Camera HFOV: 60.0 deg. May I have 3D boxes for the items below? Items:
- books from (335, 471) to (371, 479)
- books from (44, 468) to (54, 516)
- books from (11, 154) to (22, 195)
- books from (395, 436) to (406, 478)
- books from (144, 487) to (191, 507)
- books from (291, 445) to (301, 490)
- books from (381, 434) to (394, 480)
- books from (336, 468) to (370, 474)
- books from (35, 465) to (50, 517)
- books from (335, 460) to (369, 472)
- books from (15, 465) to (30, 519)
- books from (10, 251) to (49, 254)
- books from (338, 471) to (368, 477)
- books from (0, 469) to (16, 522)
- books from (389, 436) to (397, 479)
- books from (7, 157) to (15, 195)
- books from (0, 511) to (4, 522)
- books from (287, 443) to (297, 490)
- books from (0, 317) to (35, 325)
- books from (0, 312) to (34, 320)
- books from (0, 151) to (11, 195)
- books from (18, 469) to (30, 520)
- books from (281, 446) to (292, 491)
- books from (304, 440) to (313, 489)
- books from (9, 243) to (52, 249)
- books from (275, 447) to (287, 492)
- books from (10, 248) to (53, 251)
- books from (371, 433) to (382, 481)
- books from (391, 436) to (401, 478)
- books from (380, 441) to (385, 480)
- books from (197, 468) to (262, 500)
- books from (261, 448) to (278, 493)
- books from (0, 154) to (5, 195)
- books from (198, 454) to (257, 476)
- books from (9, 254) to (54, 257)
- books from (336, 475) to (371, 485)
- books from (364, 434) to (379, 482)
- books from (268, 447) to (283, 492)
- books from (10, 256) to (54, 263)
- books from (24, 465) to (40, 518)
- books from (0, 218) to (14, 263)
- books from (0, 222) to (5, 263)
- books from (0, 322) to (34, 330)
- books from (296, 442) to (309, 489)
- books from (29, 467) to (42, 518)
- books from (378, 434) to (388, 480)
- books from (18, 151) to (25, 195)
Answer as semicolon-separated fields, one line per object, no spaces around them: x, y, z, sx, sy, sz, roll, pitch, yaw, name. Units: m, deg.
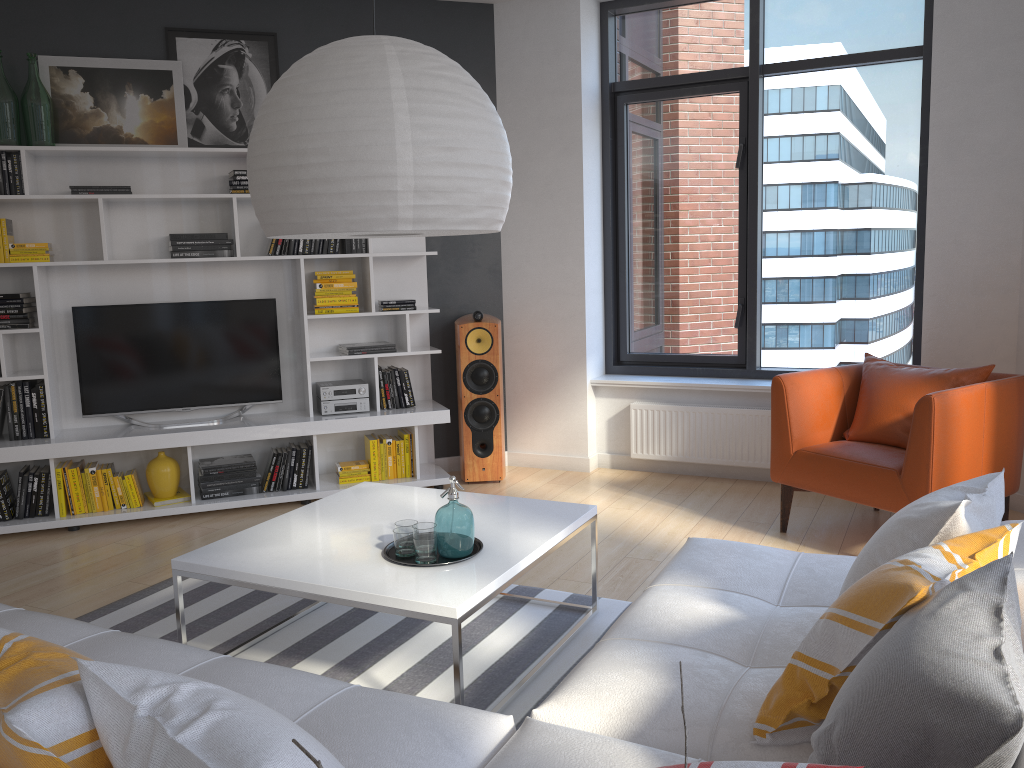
-0.975;0.550;5.439;0.196;0.011;0.148;-4;9;-18;books
-2.553;0.581;4.917;0.066;0.260;0.197;-4;9;-18;books
-2.633;-1.111;4.745;0.038;0.218;0.169;-4;9;-18;books
-0.698;0.451;5.525;0.024;0.234;0.172;-4;9;-18;books
-1.991;0.651;5.121;0.204;0.029;0.270;-7;10;-33;books
-1.303;0.496;5.320;0.068;0.243;0.179;-5;9;-20;books
-0.773;0.449;5.497;0.035;0.250;0.185;-4;9;-18;books
-0.974;0.522;5.431;0.187;0.014;0.134;-4;9;-18;books
-2.585;0.588;4.906;0.084;0.249;0.191;-4;9;-18;books
-0.982;0.501;5.439;0.186;0.026;0.138;-4;9;-18;books
-2.691;0.591;4.874;0.066;0.260;0.197;-4;9;-18;books
-2.602;-0.709;4.790;0.169;0.018;0.113;-4;9;-17;books
-0.974;0.540;5.417;0.169;0.018;0.113;-4;9;-17;books
-2.761;0.605;4.831;0.083;0.249;0.191;-4;9;-18;books
-0.746;0.452;5.509;0.023;0.239;0.169;-4;9;-18;books
-2.660;-1.100;4.736;0.021;0.200;0.147;-4;9;-18;books
-2.792;0.612;4.817;0.066;0.242;0.177;-4;9;-19;books
-1.331;0.491;5.317;0.075;0.254;0.192;-5;9;-19;books
-2.748;-0.338;4.802;0.270;0.025;0.189;-5;9;-19;books
-2.762;-0.367;4.814;0.266;0.030;0.209;-5;9;-20;books
-2.686;-1.114;4.731;0.025;0.232;0.176;-4;9;-18;books
-2.661;0.603;4.856;0.069;0.242;0.172;-4;9;-18;books
-1.344;0.503;5.286;0.069;0.242;0.172;-4;9;-18;books
-1.238;0.481;5.347;0.066;0.260;0.197;-4;9;-18;books
-2.610;-0.748;4.812;0.186;0.026;0.138;-4;9;-18;books
-1.381;0.507;5.287;0.081;0.233;0.169;-5;9;-19;books
-2.602;-0.727;4.804;0.187;0.014;0.134;-4;9;-18;books
-0.838;0.448;5.480;0.015;0.263;0.199;-4;9;-18;books
-0.722;0.453;5.514;0.024;0.234;0.172;-4;9;-18;books
-0.813;0.467;5.468;0.024;0.229;0.156;-4;9;-19;books
-1.669;0.570;5.238;0.343;0.137;0.277;-5;9;-23;books
-1.445;0.510;5.275;0.104;0.234;0.182;-4;9;-18;books
-2.707;-1.105;4.719;0.021;0.221;0.156;-4;9;-18;books
-1.684;0.476;5.244;0.310;0.047;0.250;-5;9;-23;books
-2.603;-0.699;4.812;0.196;0.011;0.148;-4;9;-18;books
-0.974;0.573;5.439;0.190;0.033;0.147;-4;9;-18;books
-0.866;0.453;5.469;0.044;0.255;0.198;-4;9;-18;books
-1.415;0.508;5.290;0.096;0.234;0.187;-4;9;-18;books
-2.602;-0.676;4.811;0.190;0.033;0.147;-4;9;-18;books
-2.646;0.591;4.887;0.075;0.254;0.192;-5;9;-19;books
-2.712;-0.768;4.776;0.024;0.234;0.172;-4;9;-18;books
-2.735;-0.766;4.764;0.024;0.234;0.172;-4;9;-18;books
-2.748;-0.313;4.804;0.263;0.026;0.189;-5;9;-20;books
-1.270;0.488;5.336;0.084;0.249;0.191;-4;9;-18;books
-2.617;0.595;4.883;0.071;0.243;0.179;-5;9;-19;books
-0.800;0.450;5.490;0.019;0.251;0.180;-4;9;-18;books
-2.605;-1.119;4.746;0.019;0.230;0.174;-4;9;-18;books
